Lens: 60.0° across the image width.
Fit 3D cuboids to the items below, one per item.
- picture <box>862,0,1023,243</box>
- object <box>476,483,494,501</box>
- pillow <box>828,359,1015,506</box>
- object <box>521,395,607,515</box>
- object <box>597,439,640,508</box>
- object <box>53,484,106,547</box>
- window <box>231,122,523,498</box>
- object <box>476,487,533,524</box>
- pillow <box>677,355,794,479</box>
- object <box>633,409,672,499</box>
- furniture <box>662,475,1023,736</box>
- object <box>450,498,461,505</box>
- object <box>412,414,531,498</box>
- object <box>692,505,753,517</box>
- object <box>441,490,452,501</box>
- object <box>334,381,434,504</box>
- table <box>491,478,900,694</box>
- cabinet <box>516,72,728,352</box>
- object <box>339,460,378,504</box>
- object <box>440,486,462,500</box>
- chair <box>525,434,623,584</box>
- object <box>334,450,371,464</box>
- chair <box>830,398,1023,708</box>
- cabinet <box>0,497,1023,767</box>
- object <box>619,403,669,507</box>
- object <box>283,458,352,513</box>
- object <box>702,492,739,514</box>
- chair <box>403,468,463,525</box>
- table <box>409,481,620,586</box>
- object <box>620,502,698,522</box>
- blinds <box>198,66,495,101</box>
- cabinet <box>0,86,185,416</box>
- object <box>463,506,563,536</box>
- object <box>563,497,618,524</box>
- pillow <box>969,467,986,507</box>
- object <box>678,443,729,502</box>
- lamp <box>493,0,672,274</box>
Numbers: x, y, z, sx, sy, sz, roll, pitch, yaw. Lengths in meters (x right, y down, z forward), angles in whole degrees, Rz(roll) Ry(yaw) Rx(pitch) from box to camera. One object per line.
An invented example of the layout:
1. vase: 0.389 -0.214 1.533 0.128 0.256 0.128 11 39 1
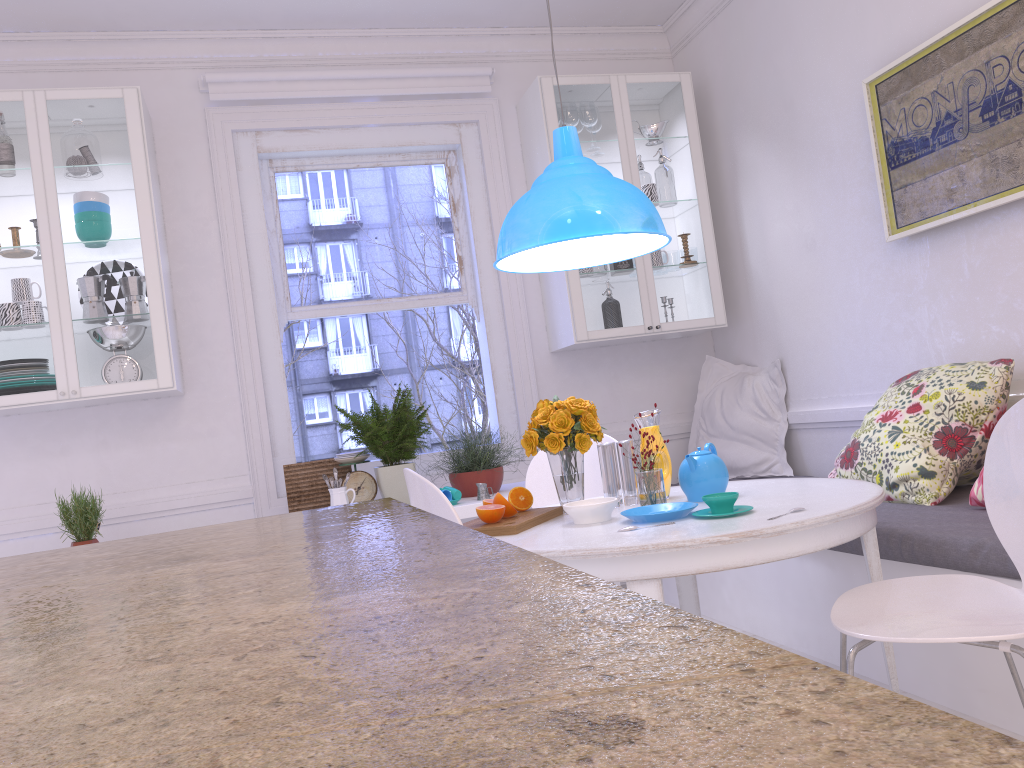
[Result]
1. picture: 1.518 -0.884 2.919 0.020 0.629 0.971 -7 -2 -16
2. object: -0.111 0.427 3.542 0.066 0.067 0.052 -7 -2 -15
3. pillow: 1.405 0.168 3.037 0.509 0.447 0.592 -7 -2 -11
4. object: 0.162 0.203 2.606 0.235 0.351 0.234 -9 -3 39
5. object: 0.320 0.266 2.636 0.101 0.186 0.122 -8 -2 14
6. object: -1.709 0.559 3.547 0.196 0.367 0.186 -9 -2 29
7. window: -0.674 -0.404 4.515 1.234 1.782 0.181 -7 -2 -16
8. object: -0.041 0.343 2.513 0.129 0.075 0.285 -8 -2 20
9. pillow: 1.116 0.153 4.447 0.677 0.642 0.374 -10 -3 45
10. object: 0.423 0.211 2.642 0.094 0.267 0.116 -8 -2 11
11. furniture: 1.328 0.613 2.949 0.769 0.508 3.296 -7 -2 -16
12. object: -0.259 0.469 3.497 0.121 0.021 0.121 -9 -2 25
13. object: -0.150 0.310 3.830 0.668 0.367 0.531 -8 -2 9
14. object: 0.509 0.310 2.143 0.147 0.011 0.147 -7 -2 -13
15. object: -0.275 0.444 3.490 0.069 0.058 0.080 -6 -3 -43
16. object: -0.530 0.262 3.829 0.438 0.527 0.368 -7 -2 -16
17. table: 0.443 0.652 2.401 1.140 0.629 1.140 -8 -2 13
18. cabinet: 0.558 -0.877 4.539 0.823 1.311 0.425 -7 -2 -16
19. object: -0.677 0.447 3.895 0.159 0.208 0.185 -7 -2 -16
20. object: -0.245 0.435 3.512 0.069 0.059 0.082 -6 -3 -38
21. chair: 0.195 0.602 3.060 0.604 0.845 0.483 -9 -2 30
22. object: -0.701 0.323 3.908 0.164 0.047 0.163 -9 -2 34
23. chair: 0.846 0.466 1.766 0.483 0.845 0.604 -8 -2 19
24. cabinet: -0.272 0.575 0.589 0.654 0.842 1.167 -7 -2 -16
25. object: 0.380 0.199 2.430 0.128 0.287 0.128 -7 -2 -14
26. object: -0.856 0.459 3.955 0.294 0.237 0.028 -7 -2 -16
27. object: 0.506 0.289 2.144 0.088 0.043 0.088 -7 -2 -8
28. chair: 0.027 0.593 2.191 0.483 0.845 0.604 -7 -2 -16
29. table: -0.315 0.808 3.720 1.514 0.619 0.736 -7 -2 -16
30. object: 0.372 0.325 2.236 0.196 0.023 0.196 -7 -2 -28
31. blinds: -0.778 -1.474 4.371 1.451 0.131 0.136 -7 -2 -16
32. cabinet: -1.943 -0.564 3.824 0.823 1.311 0.425 -7 -2 -16
33. object: -0.020 0.388 2.490 0.224 0.024 0.347 -9 -2 24
34. object: 0.210 0.337 2.347 0.147 0.052 0.147 -9 -2 27
35. pillow: 1.584 0.124 2.378 0.491 0.424 0.587 -7 -2 -13
36. object: 0.541 0.248 2.499 0.156 0.151 0.150 -7 -2 -12
37. lamp: 0.092 -1.373 2.850 0.568 1.948 0.568 -8 -2 18
